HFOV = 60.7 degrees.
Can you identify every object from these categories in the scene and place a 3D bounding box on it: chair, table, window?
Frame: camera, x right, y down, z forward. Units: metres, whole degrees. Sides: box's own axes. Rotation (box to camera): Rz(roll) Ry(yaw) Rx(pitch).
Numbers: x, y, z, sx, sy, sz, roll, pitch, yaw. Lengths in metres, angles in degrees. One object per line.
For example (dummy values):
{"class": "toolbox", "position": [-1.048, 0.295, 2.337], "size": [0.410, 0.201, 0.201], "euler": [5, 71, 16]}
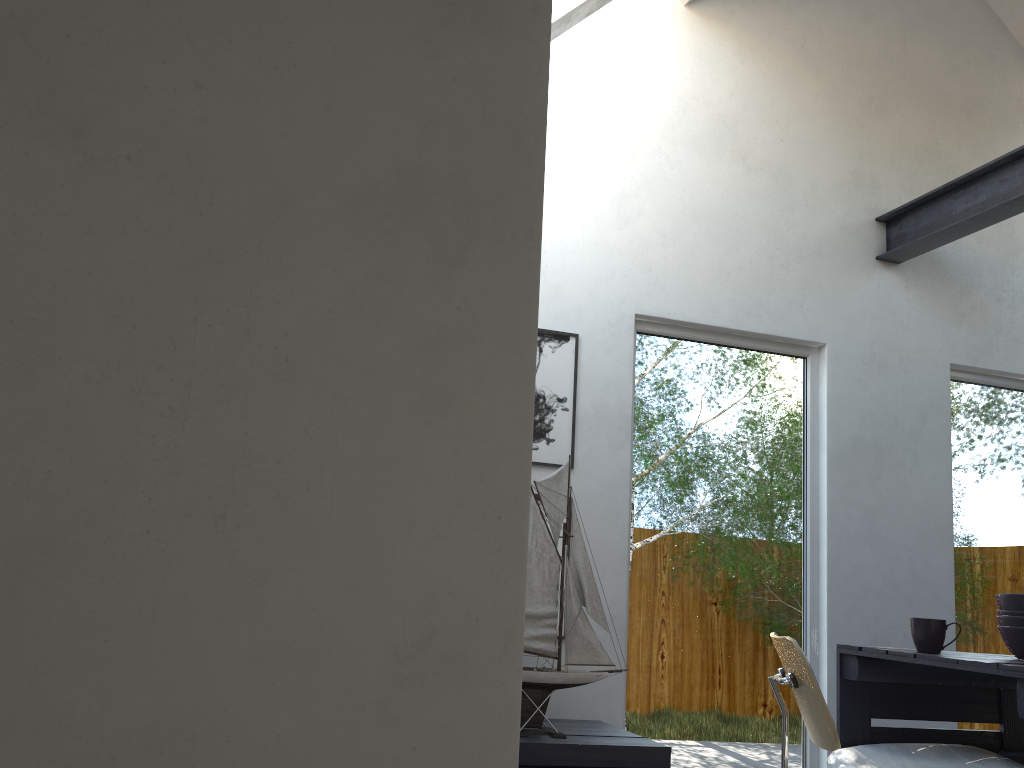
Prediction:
{"class": "chair", "position": [1.195, 1.210, 2.672], "size": [0.796, 0.808, 0.685], "euler": [1, -10, 13]}
{"class": "table", "position": [2.096, 1.223, 2.390], "size": [1.464, 0.785, 1.675], "euler": [8, -13, -17]}
{"class": "table", "position": [0.003, 1.419, 3.068], "size": [0.902, 0.409, 0.547], "euler": [7, -12, -15]}
{"class": "window", "position": [2.490, 1.020, 4.270], "size": [0.959, 2.100, 0.061], "euler": [6, -8, -14]}
{"class": "window", "position": [0.917, 0.813, 3.882], "size": [0.959, 2.100, 0.061], "euler": [6, -8, -14]}

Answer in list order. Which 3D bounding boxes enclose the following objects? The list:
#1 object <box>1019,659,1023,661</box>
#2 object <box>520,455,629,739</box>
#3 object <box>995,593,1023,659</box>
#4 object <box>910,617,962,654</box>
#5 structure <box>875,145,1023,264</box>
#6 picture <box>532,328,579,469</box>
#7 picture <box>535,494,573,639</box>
{"class": "object", "position": [1.539, 0.787, 2.534], "size": [0.111, 0.055, 0.123], "euler": [11, -14, -29]}
{"class": "object", "position": [0.060, 0.724, 3.085], "size": [0.769, 0.977, 0.146], "euler": [6, -8, -14]}
{"class": "object", "position": [1.696, 0.788, 2.817], "size": [0.208, 0.211, 0.201], "euler": [7, -11, -15]}
{"class": "object", "position": [1.350, 0.809, 2.808], "size": [0.097, 0.108, 0.137], "euler": [9, -12, -26]}
{"class": "structure", "position": [1.920, -0.748, 3.915], "size": [0.132, 0.205, 2.640], "euler": [7, -13, -19]}
{"class": "picture", "position": [0.046, 0.044, 3.658], "size": [0.460, 0.576, 0.026], "euler": [6, -8, -14]}
{"class": "picture", "position": [0.013, 0.731, 3.563], "size": [0.460, 0.576, 0.026], "euler": [6, -8, -14]}
